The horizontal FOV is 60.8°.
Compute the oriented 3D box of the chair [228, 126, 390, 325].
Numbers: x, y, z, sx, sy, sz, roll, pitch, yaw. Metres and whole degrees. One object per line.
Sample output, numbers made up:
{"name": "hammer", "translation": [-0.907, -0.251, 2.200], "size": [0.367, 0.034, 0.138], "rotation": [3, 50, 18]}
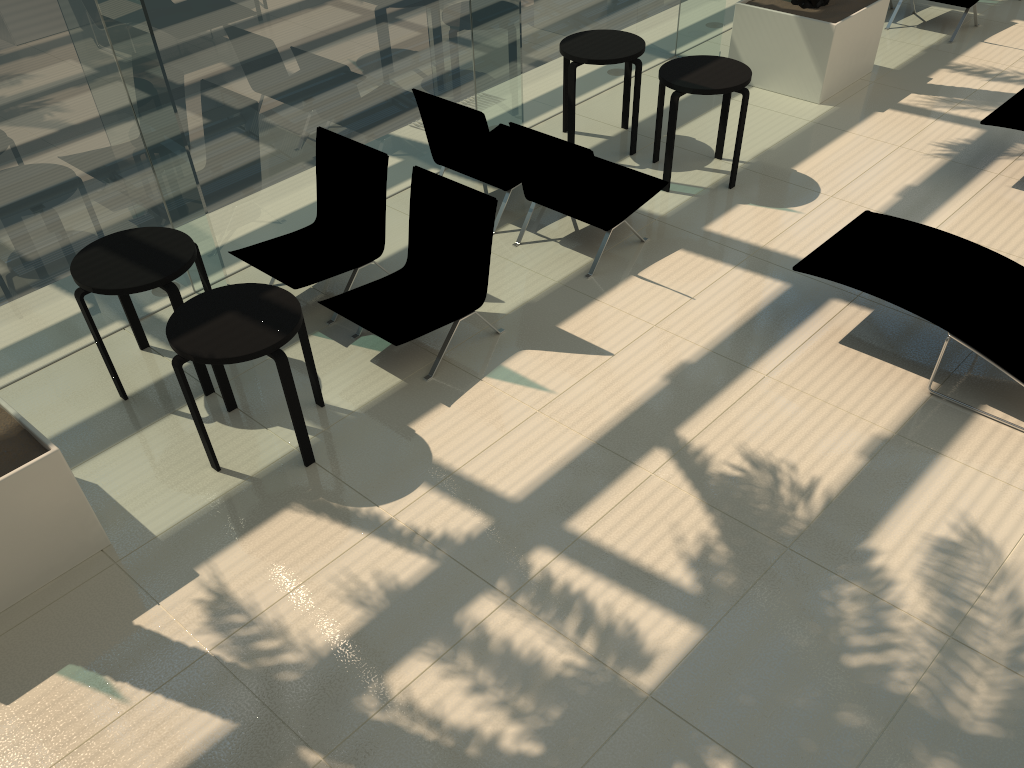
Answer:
{"name": "chair", "translation": [-1.307, -1.002, 5.699], "size": [0.687, 0.965, 0.847], "rotation": [31, 52, 31]}

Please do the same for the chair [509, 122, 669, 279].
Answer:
{"name": "chair", "translation": [0.547, -1.430, 6.070], "size": [0.687, 0.965, 0.847], "rotation": [31, 52, 31]}

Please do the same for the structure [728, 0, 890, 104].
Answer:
{"name": "structure", "translation": [2.513, -5.713, 5.724], "size": [4.675, 7.617, 4.200], "rotation": [25, 49, 27]}

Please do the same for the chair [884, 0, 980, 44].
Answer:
{"name": "chair", "translation": [4.429, -4.122, 8.817], "size": [0.687, 0.965, 0.847], "rotation": [31, 52, 31]}

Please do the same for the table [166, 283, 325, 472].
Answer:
{"name": "table", "translation": [-1.400, -0.019, 4.716], "size": [0.680, 0.848, 0.620], "rotation": [-1, 42, 1]}

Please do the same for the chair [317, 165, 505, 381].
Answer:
{"name": "chair", "translation": [-0.621, -0.633, 5.257], "size": [0.687, 0.965, 0.847], "rotation": [31, 52, 31]}

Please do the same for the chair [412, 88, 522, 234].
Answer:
{"name": "chair", "translation": [-0.139, -1.799, 6.512], "size": [0.687, 0.965, 0.847], "rotation": [31, 52, 31]}

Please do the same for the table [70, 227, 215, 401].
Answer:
{"name": "table", "translation": [-2.113, -0.403, 5.176], "size": [0.680, 0.848, 0.620], "rotation": [-1, 42, 1]}

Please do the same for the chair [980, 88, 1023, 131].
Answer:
{"name": "chair", "translation": [4.533, -1.875, 6.116], "size": [1.955, 1.258, 0.878], "rotation": [29, 51, 30]}

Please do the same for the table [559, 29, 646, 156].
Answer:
{"name": "table", "translation": [0.729, -2.382, 7.197], "size": [0.679, 0.848, 0.621], "rotation": [-8, 43, -5]}

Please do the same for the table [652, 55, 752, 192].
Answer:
{"name": "table", "translation": [1.442, -1.998, 6.737], "size": [0.679, 0.848, 0.621], "rotation": [-8, 43, -5]}

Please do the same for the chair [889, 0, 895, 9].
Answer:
{"name": "chair", "translation": [3.743, -4.491, 9.260], "size": [0.687, 0.965, 0.847], "rotation": [31, 52, 31]}

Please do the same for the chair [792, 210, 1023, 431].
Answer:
{"name": "chair", "translation": [2.724, -0.621, 4.835], "size": [1.955, 1.258, 0.878], "rotation": [29, 51, 30]}

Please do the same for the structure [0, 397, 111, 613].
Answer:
{"name": "structure", "translation": [-3.061, -1.871, 1.805], "size": [4.407, 7.617, 4.451], "rotation": [13, 45, 17]}
